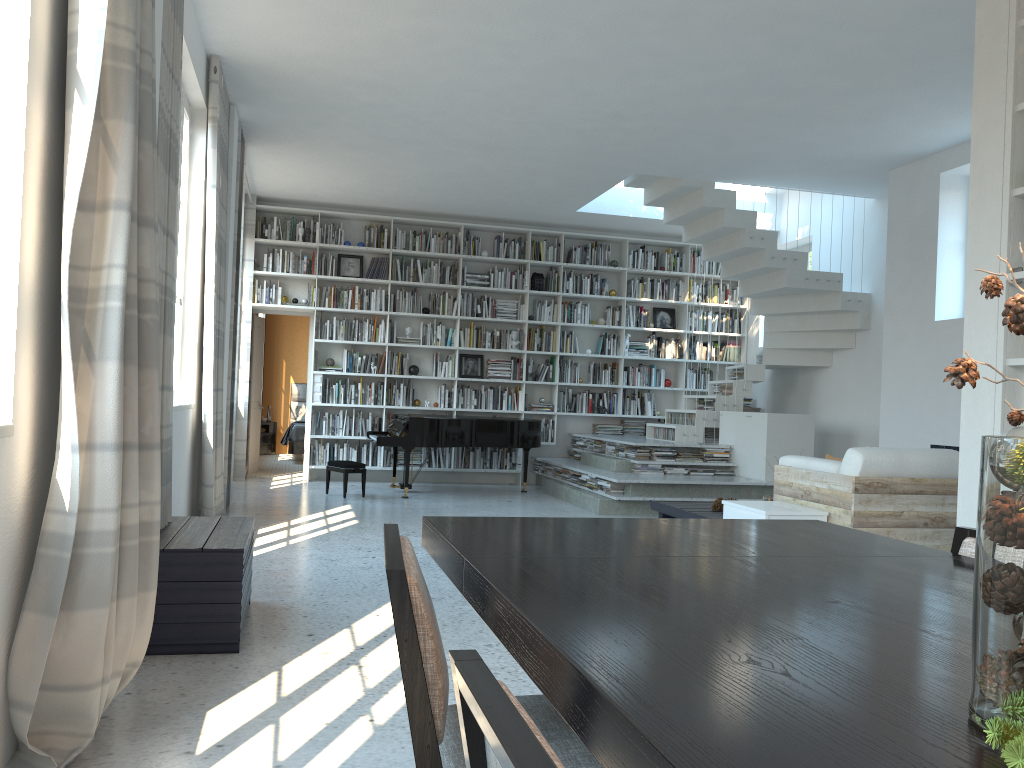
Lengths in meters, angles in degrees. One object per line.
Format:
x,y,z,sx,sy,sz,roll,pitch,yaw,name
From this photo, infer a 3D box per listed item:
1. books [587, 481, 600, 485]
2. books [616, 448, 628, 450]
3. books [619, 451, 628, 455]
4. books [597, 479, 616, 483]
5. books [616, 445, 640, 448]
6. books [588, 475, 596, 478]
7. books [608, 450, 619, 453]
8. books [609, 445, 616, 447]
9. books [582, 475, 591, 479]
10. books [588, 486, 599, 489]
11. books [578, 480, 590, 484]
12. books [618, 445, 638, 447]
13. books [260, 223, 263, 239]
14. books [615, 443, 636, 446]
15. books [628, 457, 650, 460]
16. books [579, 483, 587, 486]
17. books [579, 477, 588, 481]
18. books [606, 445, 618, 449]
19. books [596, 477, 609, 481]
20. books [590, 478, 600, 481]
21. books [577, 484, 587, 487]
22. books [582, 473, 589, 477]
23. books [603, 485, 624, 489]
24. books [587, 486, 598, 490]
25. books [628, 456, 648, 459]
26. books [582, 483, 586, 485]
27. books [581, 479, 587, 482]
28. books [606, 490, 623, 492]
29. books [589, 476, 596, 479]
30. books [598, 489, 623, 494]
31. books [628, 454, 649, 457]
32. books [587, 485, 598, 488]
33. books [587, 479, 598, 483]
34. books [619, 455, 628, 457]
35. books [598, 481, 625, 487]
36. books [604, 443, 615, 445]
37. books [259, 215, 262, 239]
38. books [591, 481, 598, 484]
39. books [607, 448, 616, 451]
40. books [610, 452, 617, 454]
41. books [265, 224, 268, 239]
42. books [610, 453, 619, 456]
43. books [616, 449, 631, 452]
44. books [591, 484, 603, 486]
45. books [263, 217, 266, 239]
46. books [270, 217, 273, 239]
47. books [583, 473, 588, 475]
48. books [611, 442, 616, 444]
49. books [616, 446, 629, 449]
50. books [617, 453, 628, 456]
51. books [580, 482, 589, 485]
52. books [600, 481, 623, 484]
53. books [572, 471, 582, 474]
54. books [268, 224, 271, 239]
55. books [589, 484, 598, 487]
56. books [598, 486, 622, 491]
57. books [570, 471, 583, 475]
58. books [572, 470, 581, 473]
0.877,0.992,8.840,0.191,0.015,0.246,3,-1,-13,books
1.240,0.698,9.519,0.187,0.009,0.250,3,-1,-14,books
1.252,0.743,9.522,0.155,0.028,0.189,3,-1,-13,books
0.952,0.932,8.545,0.176,0.010,0.266,3,-1,-18,books
1.244,0.671,9.520,0.171,0.007,0.260,3,-1,-16,books
0.880,0.920,8.840,0.182,0.016,0.256,3,-1,-11,books
1.174,0.746,9.818,0.167,0.024,0.192,3,-1,-13,books
1.181,0.682,9.819,0.145,0.017,0.208,3,-1,-19,books
0.825,0.958,9.137,0.141,0.028,0.222,3,-1,-19,books
0.880,1.029,8.840,0.178,0.009,0.276,3,-1,-16,books
0.805,1.011,9.132,0.189,0.013,0.215,3,-1,-16,books
1.244,0.664,9.520,0.170,0.008,0.208,3,-1,-11,books
-2.883,-1.741,10.232,0.024,0.195,0.167,2,-1,-14,books
1.231,0.648,9.517,0.189,0.022,0.237,3,-1,-9,books
1.326,0.776,9.255,0.144,0.009,0.249,3,-1,-14,books
0.814,1.037,9.134,0.171,0.005,0.297,3,-1,-15,books
0.810,0.979,9.133,0.180,0.017,0.182,3,-1,-17,books
1.170,0.704,9.816,0.174,0.029,0.250,3,-1,-16,books
0.945,0.920,8.543,0.192,0.014,0.256,3,-1,-18,books
0.889,0.950,8.842,0.175,0.006,0.251,3,-1,-14,books
0.798,1.049,9.131,0.193,0.005,0.225,3,-1,-18,books
0.824,0.937,9.136,0.139,0.013,0.288,3,-1,-9,books
0.975,0.989,8.550,0.137,0.019,0.224,3,-1,-13,books
0.869,1.041,8.838,0.191,0.016,0.209,3,-1,-9,books
1.311,0.764,9.252,0.161,0.014,0.212,3,-1,-10,books
0.816,1.030,9.135,0.159,0.009,0.275,3,-1,-11,books
0.812,0.991,9.134,0.171,0.007,0.260,3,-1,-11,books
0.978,1.024,8.551,0.132,0.014,0.205,3,-1,-14,books
0.880,0.933,8.840,0.178,0.010,0.196,3,-1,-9,books
0.949,1.038,8.544,0.184,0.017,0.230,3,-1,-12,books
1.318,0.750,9.253,0.152,0.015,0.208,3,-1,-17,books
0.874,1.022,8.839,0.191,0.006,0.275,3,-1,-12,books
0.880,0.967,8.840,0.168,0.013,0.281,3,-1,-19,books
1.249,0.774,9.522,0.142,0.020,0.230,3,-1,-9,books
0.957,0.966,8.546,0.156,0.027,0.287,3,-1,-19,books
1.159,0.665,9.814,0.192,0.014,0.256,3,-1,-18,books
-2.899,-1.787,10.225,0.014,0.286,0.175,2,-1,-14,books
0.890,0.983,8.843,0.150,0.004,0.290,3,-1,-10,books
1.164,0.726,9.815,0.178,0.015,0.187,3,-1,-9,books
1.190,0.765,9.822,0.136,0.013,0.258,3,-1,-14,books
-2.833,-1.734,10.239,0.028,0.186,0.182,2,-1,-14,books
1.181,0.779,9.819,0.132,0.016,0.262,3,-1,-9,books
1.244,0.715,9.520,0.177,0.026,0.230,3,-1,-14,books
0.897,1.007,8.845,0.154,0.014,0.196,3,-1,-14,books
-2.856,-1.777,10.233,0.025,0.269,0.177,2,-1,-14,books
-2.784,-1.779,10.260,0.010,0.281,0.160,2,-1,-14,books
0.824,0.924,9.137,0.157,0.014,0.215,3,-1,-12,books
1.188,0.652,9.821,0.134,0.014,0.181,3,-1,-9,books
1.243,0.681,9.520,0.168,0.013,0.281,3,-1,-17,books
1.246,0.761,9.521,0.154,0.007,0.292,3,-1,-11,books
0.810,1.021,9.133,0.180,0.008,0.267,3,-1,-15,books
0.958,0.945,8.546,0.165,0.015,0.243,3,-1,-10,books
0.755,0.941,9.434,0.157,0.007,0.268,3,-1,-14,books
-2.810,-1.737,10.271,0.031,0.195,0.145,2,-1,-14,books
0.888,1.016,8.843,0.170,0.006,0.268,3,-1,-14,books
0.944,1.006,8.543,0.187,0.017,0.205,3,-1,-9,books
0.741,0.951,9.431,0.170,0.014,0.281,3,-1,-17,books
0.752,0.933,9.434,0.160,0.008,0.239,3,-1,-13,books
